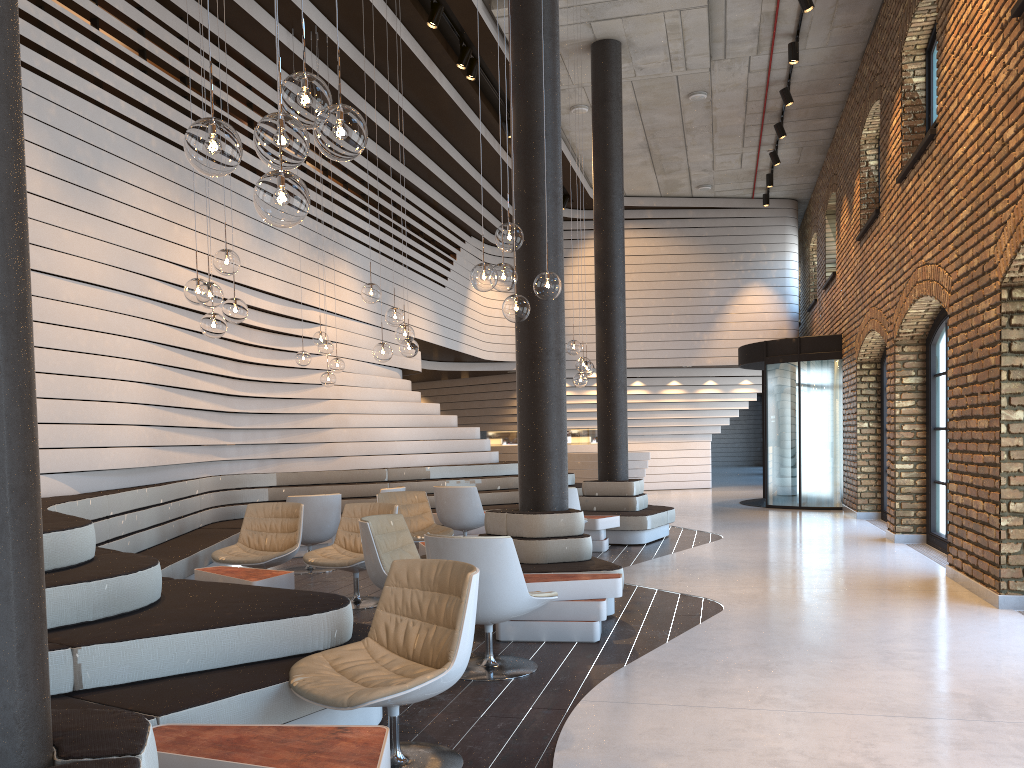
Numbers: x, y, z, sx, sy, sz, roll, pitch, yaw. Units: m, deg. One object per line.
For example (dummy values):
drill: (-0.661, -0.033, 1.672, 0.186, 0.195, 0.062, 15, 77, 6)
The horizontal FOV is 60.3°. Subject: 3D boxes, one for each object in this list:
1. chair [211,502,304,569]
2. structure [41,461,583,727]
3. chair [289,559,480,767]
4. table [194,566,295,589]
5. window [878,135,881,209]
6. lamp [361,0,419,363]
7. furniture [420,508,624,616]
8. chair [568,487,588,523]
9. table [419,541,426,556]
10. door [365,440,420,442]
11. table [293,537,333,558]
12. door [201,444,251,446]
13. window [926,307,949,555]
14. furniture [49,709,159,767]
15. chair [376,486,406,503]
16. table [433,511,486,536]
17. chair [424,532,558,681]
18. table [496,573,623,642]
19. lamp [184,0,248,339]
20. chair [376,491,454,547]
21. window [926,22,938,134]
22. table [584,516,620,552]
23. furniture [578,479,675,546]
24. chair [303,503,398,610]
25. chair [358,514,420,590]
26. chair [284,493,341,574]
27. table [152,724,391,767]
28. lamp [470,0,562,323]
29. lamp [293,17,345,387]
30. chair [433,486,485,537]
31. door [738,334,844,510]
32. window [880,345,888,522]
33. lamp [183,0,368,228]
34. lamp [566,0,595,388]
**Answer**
chair: (-2.034, 1.368, 7.170, 0.659, 0.769, 0.706, -1, 0, 21)
structure: (-2.437, 1.231, 6.114, 5.785, 0.929, 18.167, -2, -4, 10)
chair: (-0.470, 1.098, 3.397, 0.705, 0.769, 0.660, -1, 0, -39)
table: (-1.843, 1.501, 6.195, 0.410, 0.371, 0.912, -1, -2, -44)
window: (4.804, -2.750, 11.119, 0.126, 1.455, 1.564, -1, -1, 13)
lamp: (-1.070, -2.558, 7.324, 0.311, 4.758, 0.656, 0, 3, 22)
furniture: (-0.032, 1.318, 6.718, 1.270, 0.724, 1.778, -1, -3, -16)
chair: (0.434, 1.431, 9.086, 0.658, 0.769, 0.707, -1, 0, 14)
table: (-0.472, 1.568, 7.771, 0.899, 0.371, 0.416, 1, -2, -39)
door: (-3.116, 1.405, 22.873, 1.779, 2.711, 0.079, -1, 3, 19)
table: (-2.402, 1.744, 9.892, 0.899, 0.371, 0.416, 1, -2, -39)
door: (-4.096, 1.106, 12.886, 0.974, 2.113, 0.162, -1, 3, 14)
window: (4.317, 0.427, 8.489, 0.130, 2.543, 2.345, -1, 0, 13)
furniture: (-0.736, 1.003, 1.400, 1.277, 0.724, 1.768, -2, -3, 9)
chair: (-1.514, 1.511, 9.652, 0.712, 0.769, 0.654, -1, 0, 13)
table: (-0.479, 1.748, 10.655, 0.902, 0.372, 0.414, -1, -1, -13)
chair: (-0.127, 1.181, 4.851, 0.660, 0.769, 0.705, -1, 0, 32)
table: (0.248, 1.415, 5.583, 0.907, 0.372, 0.412, -2, -1, 7)
lamp: (-1.921, -2.637, 5.597, 0.294, 4.692, 0.541, -1, 3, 9)
chair: (-0.942, 1.423, 8.441, 0.652, 0.769, 0.715, -1, 0, -36)
window: (4.146, -2.906, 8.362, 0.126, 1.455, 1.564, -1, -1, 13)
table: (0.725, 1.669, 9.827, 0.909, 0.372, 0.411, -2, -1, 16)
furniture: (1.384, 1.536, 10.736, 1.759, 0.724, 1.284, 1, -3, -41)
chair: (-1.229, 1.332, 6.881, 0.660, 0.769, 0.705, -1, 0, 34)
chair: (-0.634, 1.250, 5.782, 0.713, 0.769, 0.653, -1, 0, 17)
chair: (-2.025, 1.468, 8.767, 0.652, 0.769, 0.714, -1, 0, -32)
table: (-0.711, 1.256, 2.670, 0.910, 0.372, 0.411, -2, -1, 21)
lamp: (-0.024, -2.711, 5.098, 0.544, 4.692, 0.292, -1, 3, -1)
lamp: (-2.067, -2.330, 9.285, 0.529, 4.731, 0.333, -2, 3, -24)
chair: (-0.519, 1.497, 9.783, 0.660, 0.769, 0.705, -1, 0, 30)
door: (5.638, 0.730, 15.468, 3.217, 2.861, 3.235, -2, -1, 21)
window: (4.974, 0.584, 11.246, 0.130, 2.543, 2.345, -1, 0, 13)
lamp: (-0.771, -2.792, 2.627, 0.541, 4.645, 0.275, -2, 3, -24)
lamp: (0.514, -1.929, 15.048, 9.061, 4.624, 41.782, -2, -4, 13)
